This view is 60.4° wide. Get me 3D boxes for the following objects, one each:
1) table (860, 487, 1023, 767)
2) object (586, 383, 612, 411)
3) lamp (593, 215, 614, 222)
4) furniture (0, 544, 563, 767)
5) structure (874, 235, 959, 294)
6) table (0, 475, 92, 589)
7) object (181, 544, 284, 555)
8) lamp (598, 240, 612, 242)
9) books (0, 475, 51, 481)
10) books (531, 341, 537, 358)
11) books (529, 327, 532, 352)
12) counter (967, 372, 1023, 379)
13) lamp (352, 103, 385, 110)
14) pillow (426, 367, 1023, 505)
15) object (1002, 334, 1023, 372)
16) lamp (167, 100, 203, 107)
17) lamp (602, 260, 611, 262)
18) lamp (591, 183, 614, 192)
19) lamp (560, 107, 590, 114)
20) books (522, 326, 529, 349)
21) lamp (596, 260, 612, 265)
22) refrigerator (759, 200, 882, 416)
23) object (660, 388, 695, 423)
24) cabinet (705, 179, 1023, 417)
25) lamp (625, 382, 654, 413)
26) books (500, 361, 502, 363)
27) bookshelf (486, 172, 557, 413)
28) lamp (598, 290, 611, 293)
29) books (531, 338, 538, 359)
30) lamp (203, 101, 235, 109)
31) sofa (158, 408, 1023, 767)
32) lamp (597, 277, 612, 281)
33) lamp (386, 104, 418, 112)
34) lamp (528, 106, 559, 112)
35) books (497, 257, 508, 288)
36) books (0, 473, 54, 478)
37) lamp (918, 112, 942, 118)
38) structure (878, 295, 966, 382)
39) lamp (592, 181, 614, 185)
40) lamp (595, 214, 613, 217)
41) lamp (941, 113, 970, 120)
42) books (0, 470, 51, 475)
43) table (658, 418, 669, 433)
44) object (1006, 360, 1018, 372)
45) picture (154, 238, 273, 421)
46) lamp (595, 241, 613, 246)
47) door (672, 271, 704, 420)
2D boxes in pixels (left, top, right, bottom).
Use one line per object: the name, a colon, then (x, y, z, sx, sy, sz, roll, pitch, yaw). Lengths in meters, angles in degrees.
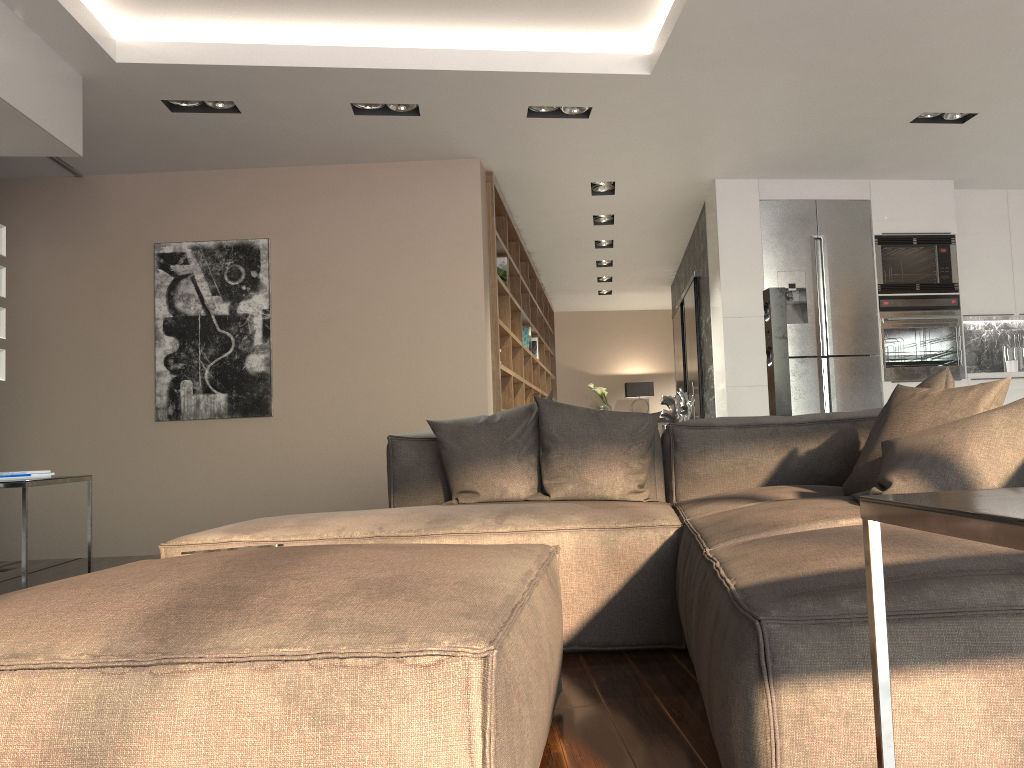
table: (0.713, 0.383, 0.798, 0.610, 0.563, 0.444, -2, -4, -7)
object: (1.291, 0.253, 12.773, 0.338, 0.546, 0.280, 0, -4, -31)
lamp: (0.800, -1.456, 7.696, 0.167, 0.077, 0.186, -5, -5, 40)
furniture: (-0.472, 0.542, 1.644, 1.089, 0.440, 1.103, -3, -4, 4)
structure: (3.075, -0.895, 7.009, 0.670, 0.450, 0.604, -2, -4, -6)
table: (-2.100, 0.679, 3.627, 0.457, 0.563, 0.593, -2, -4, -5)
object: (-0.619, 0.367, 1.955, 0.211, 0.015, 0.050, -2, -4, -9)
lamp: (0.886, -1.410, 8.480, 0.178, 0.077, 0.175, -2, -4, -3)
books: (-2.116, 0.392, 3.627, 0.336, 0.011, 0.239, 1, -5, -41)
books: (0.198, -0.366, 9.623, 0.154, 0.205, 0.022, -2, -4, 1)
books: (0.094, -0.438, 8.740, 0.193, 0.245, 0.028, -2, -4, 1)
counter: (4.730, -0.188, 5.501, 2.728, 0.041, 3.977, -2, -4, -5)
lamp: (-0.796, -1.567, 4.881, 0.177, 0.077, 0.176, -2, -4, 0)
pillow: (0.764, 0.186, 2.894, 1.114, 0.431, 1.987, 1, -5, -43)
object: (4.140, -0.245, 7.197, 0.293, 0.336, 0.060, -2, -4, -5)
lamp: (-1.762, -1.536, 4.732, 0.177, 0.077, 0.176, -2, -4, 0)
lamp: (0.992, -1.353, 9.451, 0.178, 0.077, 0.175, -2, -4, -3)
lamp: (0.695, -1.513, 6.731, 0.167, 0.077, 0.186, -5, -5, 40)
lamp: (0.361, -1.604, 5.060, 0.186, 0.077, 0.167, 1, -5, -41)
books: (0.071, -0.446, 8.720, 0.200, 0.260, 0.014, -2, -4, 1)
lamp: (1.011, -1.343, 9.630, 0.176, 0.077, 0.178, -3, -4, 4)
refrigerator: (2.311, -0.196, 6.815, 0.886, 2.344, 0.575, -2, -4, -7)
object: (0.784, 0.160, 4.069, 0.300, 0.288, 0.269, 1, -5, -36)
cabinet: (3.903, -0.523, 3.961, 4.507, 2.501, 6.829, -2, -4, -5)
lamp: (1.864, 0.242, 12.826, 0.405, 0.528, 0.282, -2, -4, -7)
books: (-0.186, -0.146, 6.320, 0.162, 0.022, 0.196, -1, -4, -25)
bookshelf: (0.132, -0.027, 9.258, 0.288, 2.491, 6.583, -2, -4, 6)
lamp: (1.217, -1.230, 11.554, 0.176, 0.077, 0.178, -3, -4, 4)
books: (0.197, -0.383, 9.645, 0.174, 0.244, 0.019, -2, -4, 1)
lamp: (-1.581, -1.542, 4.761, 0.181, 0.077, 0.173, -2, -4, -11)
sofa: (0.259, 0.430, 2.412, 2.723, 0.704, 2.497, -3, -4, 4)
lamp: (1.116, -1.286, 10.594, 0.176, 0.077, 0.178, -3, -4, 4)
lamp: (-0.615, -1.573, 4.909, 0.181, 0.077, 0.173, -2, -4, -11)
lamp: (0.180, -1.598, 5.032, 0.177, 0.077, 0.176, -2, -4, 0)
books: (-0.132, -0.866, 6.917, 0.192, 0.248, 0.043, -2, -4, 1)
books: (-2.121, 0.382, 3.634, 0.239, 0.011, 0.335, -5, -5, 39)
lamp: (2.559, -1.675, 5.395, 0.179, 0.077, 0.174, -2, -4, -6)
structure: (3.098, -0.334, 6.925, 0.675, 0.651, 0.640, -2, -4, -6)
lamp: (0.676, -1.523, 6.552, 0.167, 0.077, 0.186, -5, -5, 39)
lamp: (0.780, -1.466, 7.518, 0.167, 0.077, 0.186, -5, -5, 39)
lamp: (2.740, -1.681, 5.424, 0.184, 0.077, 0.169, -1, -4, -23)
books: (-2.130, 0.372, 3.633, 0.239, 0.011, 0.336, -6, -5, 44)
table: (1.576, 0.949, 12.763, 1.453, 0.866, 0.439, -2, -4, -8)
object: (4.032, -0.138, 7.090, 0.087, 0.117, 0.097, -6, -5, 43)
picture: (-1.943, -0.355, 5.726, 0.751, 1.166, 0.029, -2, -4, 1)
lamp: (0.906, -1.400, 8.659, 0.176, 0.077, 0.178, -3, -4, 4)
door: (1.828, 0.111, 9.133, 0.128, 2.056, 2.861, -2, -4, 6)
